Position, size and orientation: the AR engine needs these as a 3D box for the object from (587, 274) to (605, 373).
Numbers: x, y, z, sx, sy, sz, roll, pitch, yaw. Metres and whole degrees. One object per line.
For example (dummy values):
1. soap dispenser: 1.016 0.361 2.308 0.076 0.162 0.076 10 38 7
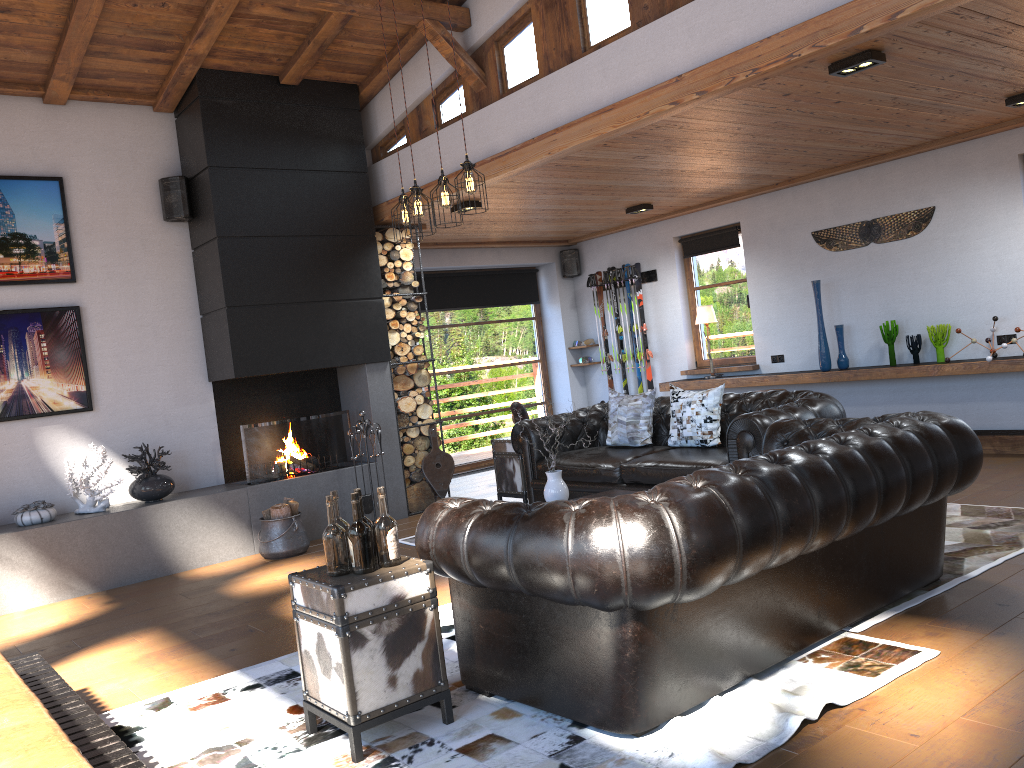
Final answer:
1. object: 1.024 -0.727 10.845 0.058 1.249 0.122 -6 1 35

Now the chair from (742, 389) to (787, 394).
1. chair: 2.407 0.422 8.361 0.446 0.716 0.436 -8 2 -34

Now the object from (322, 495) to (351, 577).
1. object: -0.639 0.542 3.190 0.088 0.286 0.086 -7 1 -25

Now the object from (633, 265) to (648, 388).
1. object: 1.529 -0.606 10.463 0.116 1.606 0.094 -8 1 -38

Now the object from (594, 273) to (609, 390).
1. object: 1.128 -0.573 10.988 0.116 1.606 0.094 -8 1 -38

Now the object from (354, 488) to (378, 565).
1. object: -0.554 0.529 3.277 0.087 0.286 0.088 -6 1 30

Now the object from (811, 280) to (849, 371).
1. object: 3.002 -0.559 8.373 0.273 0.862 0.112 -7 1 8

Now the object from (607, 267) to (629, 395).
1. object: 1.286 -0.618 10.816 0.113 1.621 0.072 -8 1 -38

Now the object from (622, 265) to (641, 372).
1. object: 1.397 -0.757 10.348 0.120 1.249 0.059 -7 1 19

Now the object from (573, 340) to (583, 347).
1. object: 0.861 -0.523 11.376 0.162 0.084 0.187 -8 2 -39

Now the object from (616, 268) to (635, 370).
1. object: 1.341 -0.756 10.552 0.119 1.249 0.060 -6 1 34

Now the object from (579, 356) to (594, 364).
1. object: 0.936 -0.309 11.316 0.188 0.084 0.351 -7 2 -1

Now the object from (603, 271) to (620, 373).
1. object: 1.201 -0.745 10.736 0.119 1.249 0.060 -6 1 34

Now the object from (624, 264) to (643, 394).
1. object: 1.480 -0.635 10.595 0.113 1.621 0.072 -8 1 -38

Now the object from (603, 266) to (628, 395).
1. object: 1.260 -0.612 10.715 0.257 1.621 0.102 -8 2 -41

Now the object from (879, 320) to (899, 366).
1. object: 3.411 -0.366 7.985 0.157 0.410 0.147 -6 1 21

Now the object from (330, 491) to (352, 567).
1. object: -0.646 0.540 3.307 0.088 0.286 0.086 -8 1 -28

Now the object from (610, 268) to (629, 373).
1. object: 1.281 -0.748 10.523 0.120 1.249 0.059 -7 1 9

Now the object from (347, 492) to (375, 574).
1. object: -0.547 0.531 3.179 0.087 0.286 0.088 -7 1 2

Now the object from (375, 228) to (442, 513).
1. object: -1.059 -0.119 8.247 0.500 2.611 0.461 -8 1 -38

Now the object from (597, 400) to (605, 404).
1. object: 1.108 0.343 10.966 0.115 0.270 0.255 -6 2 43

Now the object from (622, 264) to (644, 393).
1. object: 1.444 -0.632 10.661 0.113 1.621 0.072 -8 1 -38

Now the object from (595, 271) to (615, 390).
1. object: 1.175 -0.591 10.904 0.116 1.606 0.094 -8 1 -38

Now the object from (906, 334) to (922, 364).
1. object: 3.575 -0.308 7.866 0.128 0.260 0.124 -6 1 22

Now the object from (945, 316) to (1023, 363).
1. object: 3.954 -0.380 7.254 0.524 0.349 0.643 -7 2 -10

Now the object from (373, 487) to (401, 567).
1. object: -0.463 0.519 3.240 0.086 0.286 0.088 -6 1 29

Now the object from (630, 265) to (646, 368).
1. object: 1.503 -0.770 10.360 0.120 1.249 0.059 -7 1 14

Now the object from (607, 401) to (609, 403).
1. object: 1.177 0.338 10.872 0.254 0.270 0.115 -8 2 -33

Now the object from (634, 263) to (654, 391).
1. object: 1.577 -0.623 10.380 0.116 1.606 0.094 -8 1 -38

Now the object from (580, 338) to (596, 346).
1. object: 0.968 -0.532 11.236 0.192 0.084 0.158 -8 2 -39

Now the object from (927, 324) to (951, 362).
1. object: 3.715 -0.355 7.700 0.181 0.332 0.200 -7 1 12

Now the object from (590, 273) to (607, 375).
1. object: 1.060 -0.734 10.919 0.119 1.249 0.060 -6 1 34

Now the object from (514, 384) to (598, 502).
1. object: 0.231 0.362 5.158 0.410 0.808 0.613 -8 1 -26
